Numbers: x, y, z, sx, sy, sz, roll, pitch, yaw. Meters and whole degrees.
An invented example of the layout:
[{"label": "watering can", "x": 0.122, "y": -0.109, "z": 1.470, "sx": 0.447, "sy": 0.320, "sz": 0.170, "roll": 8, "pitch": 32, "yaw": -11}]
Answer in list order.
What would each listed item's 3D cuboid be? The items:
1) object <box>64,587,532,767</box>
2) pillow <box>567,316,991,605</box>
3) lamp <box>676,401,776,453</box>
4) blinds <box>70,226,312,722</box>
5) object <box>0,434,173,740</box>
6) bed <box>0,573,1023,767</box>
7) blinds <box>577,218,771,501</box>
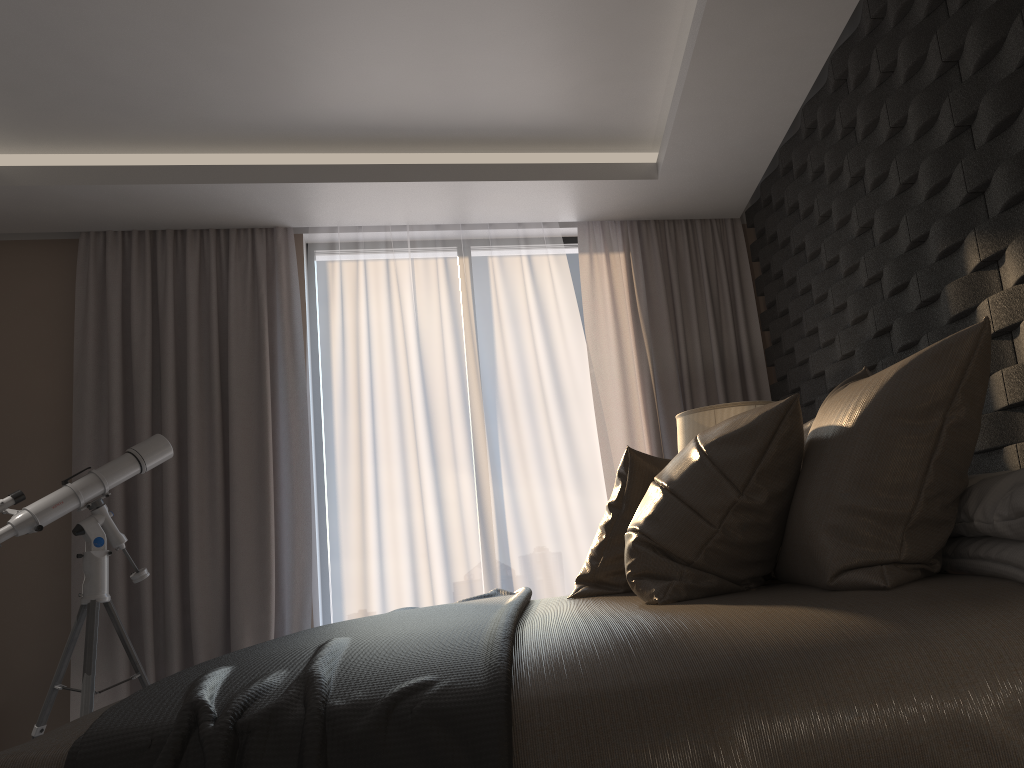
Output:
[{"label": "object", "x": -0.262, "y": 0.683, "z": 2.014, "sx": 0.621, "sy": 0.322, "sz": 2.042, "roll": -6, "pitch": -11, "yaw": 1}, {"label": "pillow", "x": 0.554, "y": 0.241, "z": 2.184, "sx": 0.902, "sy": 0.518, "sz": 1.256, "roll": -6, "pitch": -11, "yaw": 2}, {"label": "lamp", "x": 0.920, "y": 0.418, "z": 3.584, "sx": 0.444, "sy": 0.630, "sz": 0.488, "roll": -12, "pitch": -13, "yaw": 31}, {"label": "blinds", "x": -1.494, "y": 0.364, "z": 4.047, "sx": 1.074, "sy": 2.641, "sz": 0.350, "roll": -3, "pitch": -11, "yaw": -11}, {"label": "object", "x": -1.645, "y": 0.872, "z": 3.349, "sx": 0.630, "sy": 1.406, "sz": 0.584, "roll": -3, "pitch": -11, "yaw": -9}, {"label": "bed", "x": 0.208, "y": 0.815, "z": 2.013, "sx": 2.306, "sy": 0.624, "sz": 2.281, "roll": -6, "pitch": -11, "yaw": -1}, {"label": "blinds", "x": 0.953, "y": 0.209, "z": 4.641, "sx": 1.025, "sy": 2.640, "sz": 0.332, "roll": -3, "pitch": -11, "yaw": -12}]
